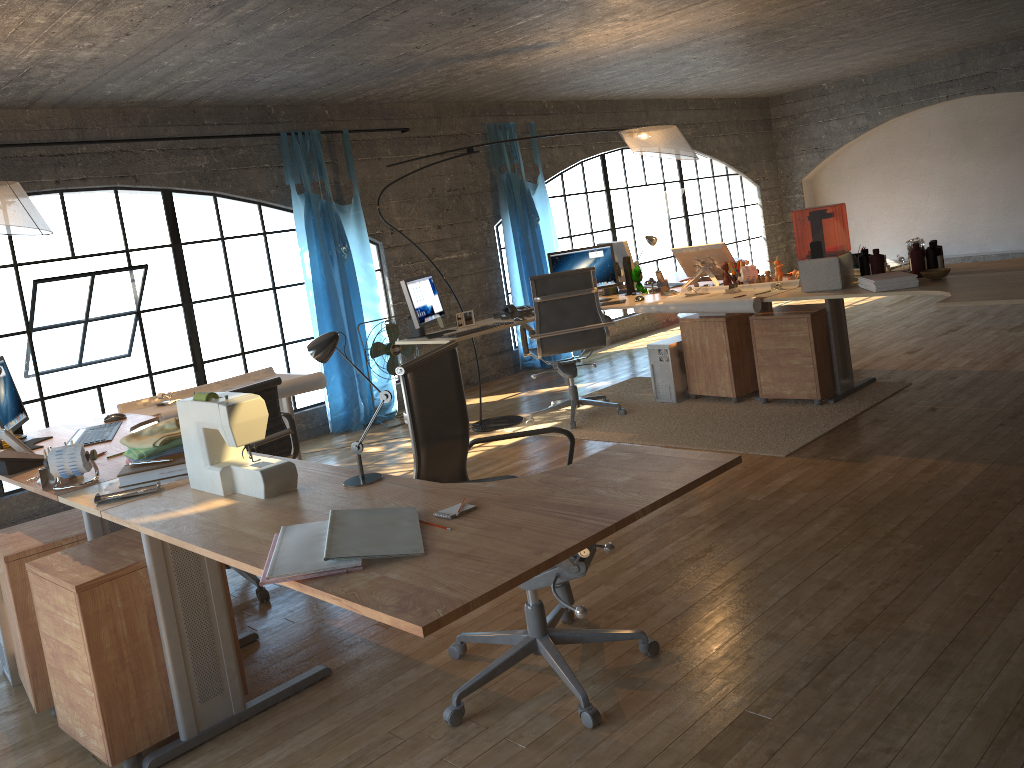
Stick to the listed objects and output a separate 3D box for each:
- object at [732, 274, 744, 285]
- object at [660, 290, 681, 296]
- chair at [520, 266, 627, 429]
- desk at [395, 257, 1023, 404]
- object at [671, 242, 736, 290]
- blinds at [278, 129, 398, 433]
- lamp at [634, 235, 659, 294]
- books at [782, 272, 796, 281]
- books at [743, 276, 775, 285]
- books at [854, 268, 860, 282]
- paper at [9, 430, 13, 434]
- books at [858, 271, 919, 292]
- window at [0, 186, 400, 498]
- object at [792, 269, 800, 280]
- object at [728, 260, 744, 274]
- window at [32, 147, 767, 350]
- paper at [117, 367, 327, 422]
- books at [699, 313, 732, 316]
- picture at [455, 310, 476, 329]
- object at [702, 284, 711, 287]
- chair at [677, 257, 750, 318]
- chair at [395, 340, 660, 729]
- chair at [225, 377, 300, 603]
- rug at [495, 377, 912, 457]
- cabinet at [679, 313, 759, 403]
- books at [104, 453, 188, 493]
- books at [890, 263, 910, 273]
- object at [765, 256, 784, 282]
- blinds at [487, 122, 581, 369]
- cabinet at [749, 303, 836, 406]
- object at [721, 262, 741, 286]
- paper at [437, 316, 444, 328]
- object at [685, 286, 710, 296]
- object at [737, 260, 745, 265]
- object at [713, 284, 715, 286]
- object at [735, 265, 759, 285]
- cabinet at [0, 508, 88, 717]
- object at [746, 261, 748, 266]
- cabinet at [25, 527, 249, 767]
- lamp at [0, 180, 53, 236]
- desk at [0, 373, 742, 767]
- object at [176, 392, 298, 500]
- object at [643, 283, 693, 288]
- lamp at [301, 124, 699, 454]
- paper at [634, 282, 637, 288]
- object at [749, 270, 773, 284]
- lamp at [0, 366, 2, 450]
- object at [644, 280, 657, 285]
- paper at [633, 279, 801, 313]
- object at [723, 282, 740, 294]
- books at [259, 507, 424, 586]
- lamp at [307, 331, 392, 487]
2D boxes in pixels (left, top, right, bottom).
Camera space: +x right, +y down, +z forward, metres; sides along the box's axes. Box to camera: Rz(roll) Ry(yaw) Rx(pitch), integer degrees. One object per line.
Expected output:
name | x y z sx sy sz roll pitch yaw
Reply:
object | 1.489 -0.686 5.803 0.077 0.081 0.077 -12 8 -24
object | 1.078 -0.613 5.931 0.110 0.022 0.139 -13 11 -23
chair | 0.336 -0.260 5.969 0.654 1.006 0.690 -10 6 -9
desk | 1.657 -0.246 5.540 3.300 0.731 3.465 -18 13 -42
object | 1.319 -0.807 6.022 0.394 0.297 0.290 -3 9 38
blinds | -1.307 -0.805 6.777 0.257 2.278 0.675 -5 7 42
lamp | 0.958 -0.843 6.224 0.106 0.405 0.207 -12 6 -31
books | 1.807 -0.688 5.627 0.291 0.053 0.263 -9 10 -2
books | 1.658 -0.696 5.920 0.214 0.012 0.334 -2 12 33
books | 2.013 -0.640 5.139 0.180 0.069 0.229 -15 11 -34
paper | -2.037 0.224 3.607 0.019 0.074 0.079 -10 8 -17
books | 1.958 -0.536 4.609 0.221 0.057 0.314 -7 10 8
window | -2.959 -0.029 4.071 3.180 1.852 7.038 -8 10 7
object | 1.801 -0.672 5.471 0.181 0.081 0.145 -11 9 -13
object | 1.483 -0.732 5.795 0.100 0.174 0.106 -5 7 33
window | -1.027 -0.821 6.813 3.902 1.833 12.420 -4 11 26
paper | -1.461 0.061 4.481 0.862 0.112 0.581 -18 13 -42
books | 1.417 -0.534 5.897 0.313 0.109 0.220 -17 12 -41
picture | -0.319 -0.429 5.871 0.160 0.104 0.032 -16 9 -42
object | 1.320 -0.674 6.063 0.097 0.024 0.107 -14 11 -29
chair | 1.530 -0.473 6.576 0.684 0.851 0.660 -8 7 4
chair | 0.029 0.374 2.662 0.682 1.006 0.661 -7 6 16
chair | -1.294 0.457 3.784 0.682 0.851 0.662 -4 8 33
rug | 1.179 0.155 5.771 1.621 0.005 2.198 -18 13 -42
cabinet | 1.460 -0.204 5.939 0.478 0.567 0.425 -14 8 -35
books | -1.137 0.272 2.777 0.291 0.053 0.263 -9 10 -2
books | 2.255 -0.681 5.227 0.311 0.044 0.317 -16 12 -38
object | 1.645 -0.706 5.486 0.094 0.187 0.085 -11 6 -19
blinds | 0.246 -1.244 8.249 0.866 2.399 0.260 -12 6 -35
cabinet | 1.802 -0.187 5.549 0.426 0.567 0.432 -2 9 44
object | 1.416 -0.712 5.756 0.094 0.176 0.226 -10 8 -15
paper | -0.463 -0.400 5.743 0.018 0.073 0.078 -7 8 17
object | 1.182 -0.600 5.651 0.159 0.063 0.054 -7 7 14
object | 1.564 -0.764 5.932 0.105 0.142 0.105 -6 7 21
object | 1.399 -0.691 6.127 0.012 0.009 0.127 -7 10 10
object | 1.523 -0.697 5.692 0.155 0.134 0.100 -10 7 -8
cabinet | -1.483 0.755 3.089 0.477 0.567 0.425 -14 8 -35
object | 1.634 -0.786 6.114 0.046 0.130 0.046 -4 7 42
cabinet | -1.141 0.772 2.699 0.424 0.567 0.432 -2 9 44
lamp | -4.852 0.369 4.282 6.221 1.919 0.390 -7 5 11
desk | -0.730 0.531 3.235 1.655 0.732 3.505 -17 13 -41
object | -0.779 0.154 2.470 0.138 0.282 0.402 -14 10 -43
object | 1.153 -0.742 6.628 0.188 0.011 0.493 -12 10 -17
lamp | -1.721 -0.445 6.152 6.232 1.919 0.389 -8 5 3
paper | 0.907 -0.735 6.456 0.019 0.074 0.079 -10 8 -17
object | 1.605 -0.703 5.698 0.074 0.119 0.216 -11 9 -23
lamp | -2.018 0.116 3.400 0.105 0.405 0.210 -8 6 15
object | 1.091 -0.804 6.968 0.101 0.034 0.059 -10 9 -8
paper | 1.247 -0.518 5.391 0.589 0.112 0.850 -18 13 -42
object | 1.364 -0.596 5.491 0.132 0.055 0.049 -17 11 -42
books | -0.349 0.322 1.838 0.318 0.044 0.310 -10 10 -8
lamp | -0.416 0.059 2.334 0.206 0.405 0.106 -5 6 33
